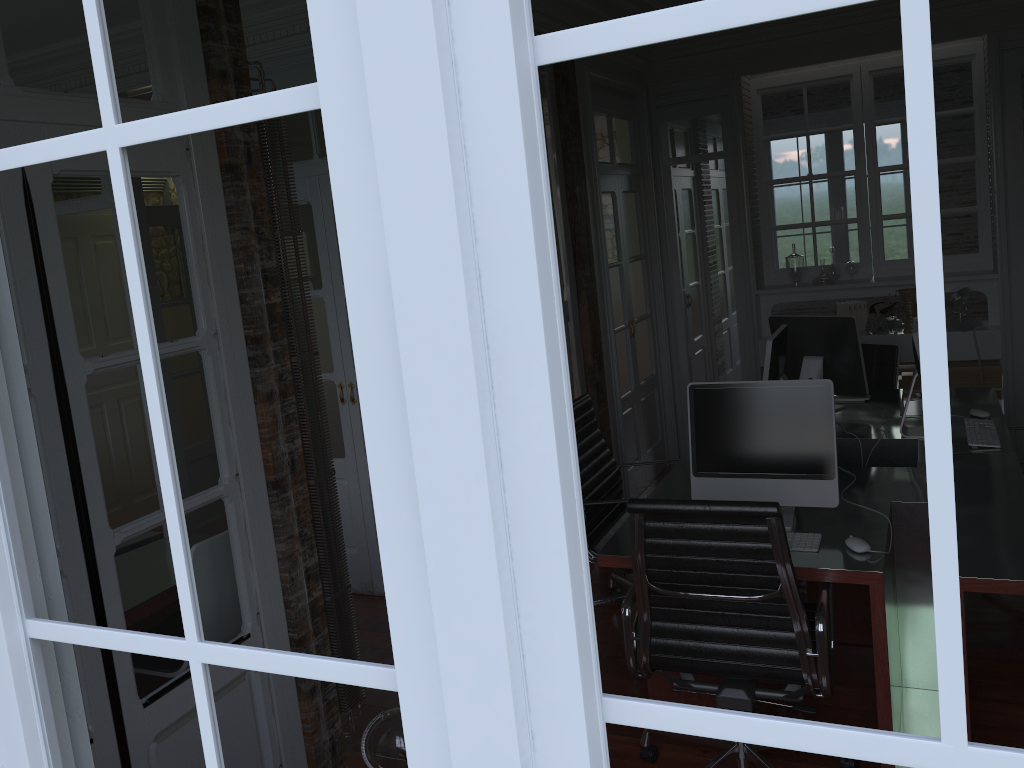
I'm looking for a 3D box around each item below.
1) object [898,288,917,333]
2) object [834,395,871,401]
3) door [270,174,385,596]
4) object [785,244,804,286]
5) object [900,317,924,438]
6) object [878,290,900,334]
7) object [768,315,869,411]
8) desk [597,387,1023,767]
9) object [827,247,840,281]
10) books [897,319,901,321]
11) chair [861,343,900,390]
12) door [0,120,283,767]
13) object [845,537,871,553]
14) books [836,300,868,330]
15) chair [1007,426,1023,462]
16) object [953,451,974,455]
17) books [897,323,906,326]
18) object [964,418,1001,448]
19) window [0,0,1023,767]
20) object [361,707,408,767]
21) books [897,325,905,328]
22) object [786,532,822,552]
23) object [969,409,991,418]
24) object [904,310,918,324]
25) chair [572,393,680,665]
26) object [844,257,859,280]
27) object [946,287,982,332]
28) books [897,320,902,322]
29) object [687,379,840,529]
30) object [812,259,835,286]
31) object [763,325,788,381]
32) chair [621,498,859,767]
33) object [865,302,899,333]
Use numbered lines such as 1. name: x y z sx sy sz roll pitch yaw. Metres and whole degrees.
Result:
1. object: 2.627 -0.485 5.835 0.143 0.277 0.144 0 10 39
2. object: 1.671 0.075 4.709 0.438 0.017 0.119 -2 11 25
3. door: -0.832 0.032 4.514 1.056 2.165 0.041 -3 8 26
4. object: 1.975 -0.820 6.174 0.130 0.313 0.129 -12 9 -39
5. object: 1.781 -0.023 3.855 0.189 0.482 0.488 -3 9 26
6. object: 2.506 -0.476 5.839 0.128 0.285 0.129 -7 7 -7
7. object: 1.536 -0.108 4.492 0.191 0.482 0.484 -12 10 -39
8. desk: 1.426 0.643 3.784 1.299 0.722 2.529 -2 11 25
9. object: 2.214 -0.811 6.106 0.088 0.269 0.088 -4 8 21
10. books: 2.595 -0.445 6.193 0.168 0.007 0.191 -7 10 -3
11. chair: 1.910 0.265 5.115 0.604 0.913 0.476 -12 9 -34
12. door: -1.023 0.472 2.141 0.041 2.167 1.170 -3 8 26
13. object: 1.057 0.488 2.713 0.059 0.028 0.107 -7 10 -5
14. books: 2.382 -0.476 6.191 0.150 0.192 0.144 -8 8 -9
15. chair: 2.189 0.416 3.777 0.698 1.016 0.671 -3 8 21
16. object: 1.767 0.276 3.529 0.149 0.011 0.011 -6 8 1
17. books: 2.599 -0.416 6.184 0.181 0.007 0.247 -8 10 -9
18. object: 1.996 0.205 3.764 0.118 0.017 0.443 -2 11 25
19. window: -0.031 0.009 0.787 1.526 1.971 0.128 -3 8 26
20. object: -0.369 1.254 2.928 0.235 0.380 0.222 -6 8 4
21. books: 2.600 -0.407 6.185 0.181 0.011 0.247 -8 10 -9
22. object: 0.765 0.501 2.861 0.438 0.017 0.119 -2 11 25
23. object: 2.139 0.132 4.053 0.059 0.028 0.107 -8 10 -13
24. object: 2.769 -0.474 6.051 0.159 0.152 0.218 -5 9 11
25. chair: 0.558 0.583 3.854 0.698 1.016 0.671 -3 8 20
26. object: 2.340 -0.782 6.102 0.094 0.187 0.095 -6 7 0
27. object: 2.895 -0.488 5.714 0.189 0.270 0.167 -11 9 -29
28. books: 2.596 -0.438 6.193 0.169 0.007 0.191 -8 10 -9
29. object: 0.856 0.227 3.021 0.483 0.482 0.191 -2 8 26
30. object: 2.119 -0.751 6.027 0.148 0.199 0.149 -5 8 8
31. object: 1.235 -0.003 4.087 0.189 0.482 0.488 -3 9 26
32. chair: 0.667 0.764 2.752 0.665 1.016 0.704 -2 9 30
33. object: 2.508 -0.455 6.032 0.385 0.178 0.158 -14 11 -38
